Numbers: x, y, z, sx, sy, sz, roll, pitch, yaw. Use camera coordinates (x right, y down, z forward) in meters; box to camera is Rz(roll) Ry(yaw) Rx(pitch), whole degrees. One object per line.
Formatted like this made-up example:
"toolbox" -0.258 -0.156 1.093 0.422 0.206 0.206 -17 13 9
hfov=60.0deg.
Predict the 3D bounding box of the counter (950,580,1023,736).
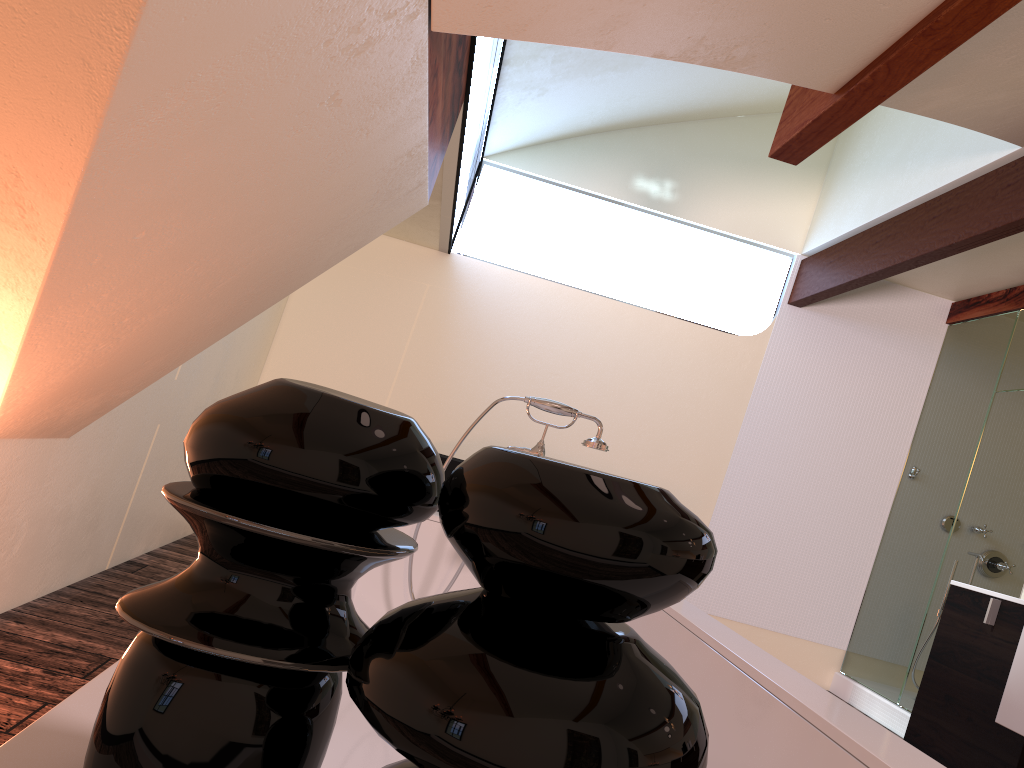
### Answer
"counter" 1.338 0.698 1.416 0.442 0.295 1.858 17 -5 -4

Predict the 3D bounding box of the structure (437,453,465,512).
"structure" -0.239 0.890 4.499 0.870 0.859 0.802 17 -4 -4

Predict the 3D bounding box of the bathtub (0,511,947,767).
"bathtub" -0.052 0.699 1.342 0.799 0.692 2.220 17 -5 -4

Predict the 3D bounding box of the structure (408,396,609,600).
"structure" -0.063 0.591 2.303 0.383 1.118 0.556 17 -3 10

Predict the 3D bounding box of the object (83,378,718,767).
"object" -0.044 0.132 0.404 0.275 0.228 0.157 15 -4 25

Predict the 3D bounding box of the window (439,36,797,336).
"window" 0.826 -0.987 3.668 2.109 0.675 3.523 17 -5 -4

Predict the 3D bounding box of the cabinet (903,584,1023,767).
"cabinet" 1.269 1.018 1.401 0.386 0.921 1.859 17 -5 -4
